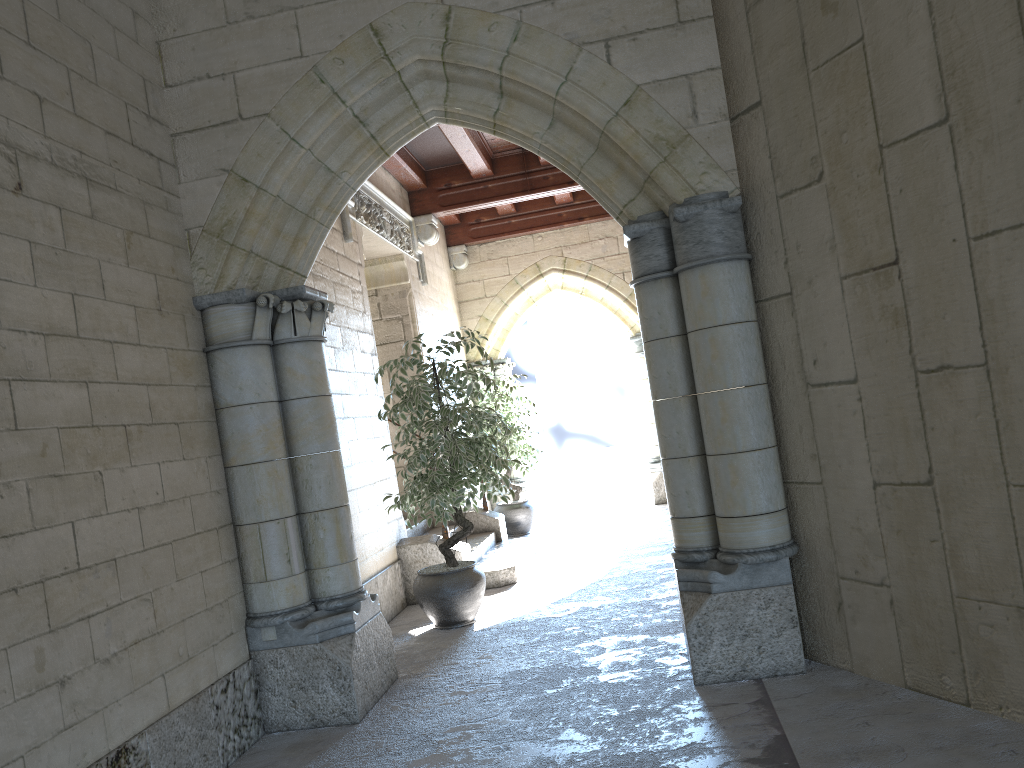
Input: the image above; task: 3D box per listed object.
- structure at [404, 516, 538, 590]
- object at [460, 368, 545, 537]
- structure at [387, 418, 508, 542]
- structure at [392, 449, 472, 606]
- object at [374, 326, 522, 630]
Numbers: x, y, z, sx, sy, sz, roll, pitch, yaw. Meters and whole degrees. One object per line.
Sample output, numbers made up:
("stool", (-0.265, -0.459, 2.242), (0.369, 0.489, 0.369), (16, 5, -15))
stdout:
("structure", (-1.197, 1.138, 6.676), (2.575, 0.809, 1.461), (-9, -2, 8))
("object", (-0.081, 0.621, 8.292), (0.787, 1.618, 0.751), (-9, 0, 4))
("structure", (-0.585, 0.838, 7.304), (0.889, 1.261, 0.473), (-9, 0, 8))
("structure", (-0.776, 0.808, 5.908), (0.889, 1.261, 0.476), (-9, 0, 8))
("object", (-0.336, 0.518, 4.946), (0.789, 1.618, 0.748), (-9, 0, 39))
